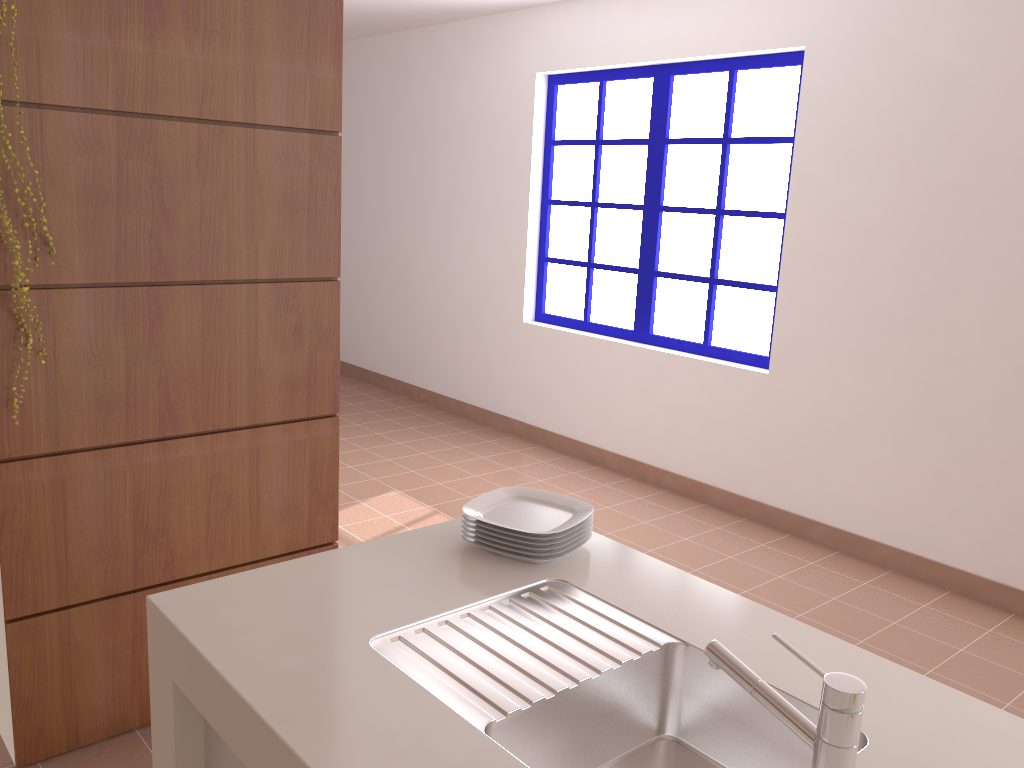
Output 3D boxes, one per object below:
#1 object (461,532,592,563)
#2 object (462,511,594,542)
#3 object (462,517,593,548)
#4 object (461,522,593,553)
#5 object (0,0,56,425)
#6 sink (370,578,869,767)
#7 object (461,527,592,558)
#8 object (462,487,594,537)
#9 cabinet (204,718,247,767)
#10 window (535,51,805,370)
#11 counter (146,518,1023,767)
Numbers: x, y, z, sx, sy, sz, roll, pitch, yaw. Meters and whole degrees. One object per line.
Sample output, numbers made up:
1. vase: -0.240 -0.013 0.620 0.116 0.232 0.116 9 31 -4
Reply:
1. object: 0.029 0.300 1.726 0.228 0.020 0.228 10 14 30
2. object: 0.031 0.260 1.717 0.228 0.020 0.228 10 14 30
3. object: 0.030 0.270 1.719 0.228 0.020 0.228 10 14 30
4. object: 0.030 0.280 1.721 0.228 0.020 0.228 10 14 30
5. object: -1.157 -0.573 1.916 0.279 1.344 0.297 5 12 8
6. sink: 0.145 0.421 1.213 0.404 0.368 0.668 -8 16 -40
7. object: 0.029 0.290 1.724 0.228 0.020 0.228 10 14 30
8. object: 0.031 0.250 1.715 0.228 0.020 0.228 10 14 30
9. cabinet: 0.438 0.956 0.962 0.737 0.700 2.048 -8 16 -40
10. window: 0.739 -0.921 4.646 0.035 1.430 1.699 -8 16 -40
11. counter: 0.400 0.897 0.990 0.821 0.800 2.156 -8 16 -40
